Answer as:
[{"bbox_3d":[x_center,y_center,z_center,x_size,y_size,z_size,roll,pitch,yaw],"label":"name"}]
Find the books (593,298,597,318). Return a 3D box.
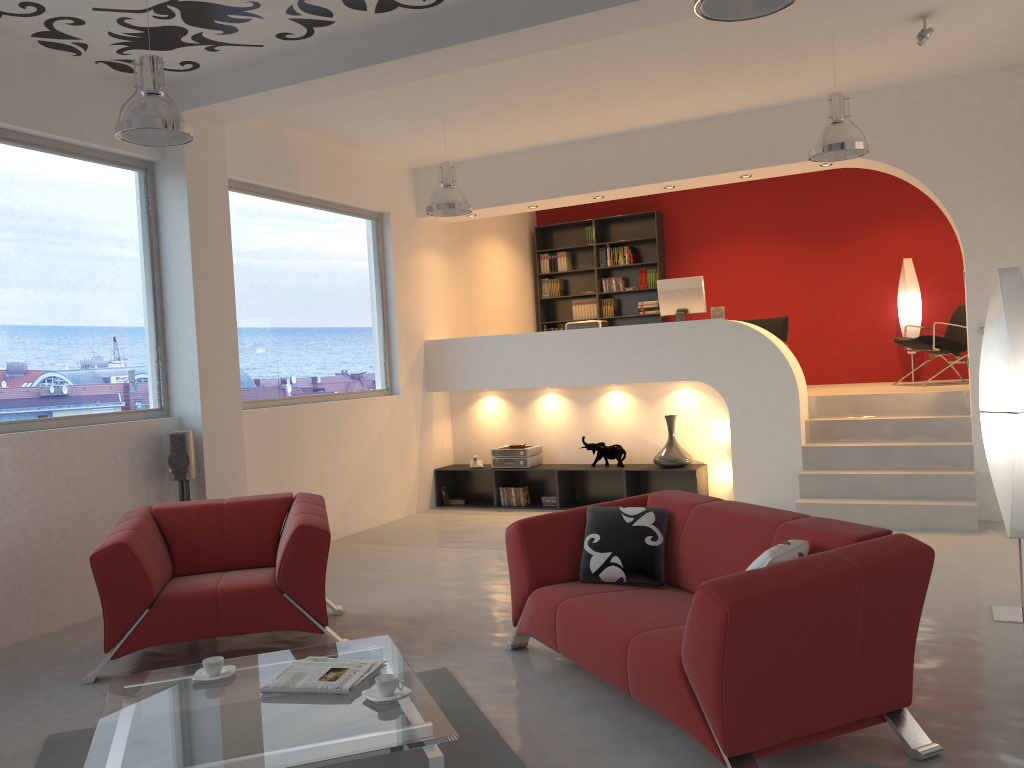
[{"bbox_3d":[1.094,-0.966,11.377,0.040,0.260,0.200,-3,1,26],"label":"books"}]

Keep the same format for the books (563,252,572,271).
[{"bbox_3d":[0.722,-1.582,11.530,0.040,0.260,0.200,-3,1,26],"label":"books"}]

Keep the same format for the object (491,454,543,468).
[{"bbox_3d":[0.047,0.782,9.033,0.430,0.100,0.365,-3,1,26],"label":"object"}]

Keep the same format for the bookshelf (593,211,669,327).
[{"bbox_3d":[1.515,-0.997,11.133,0.816,2.213,0.305,-3,1,26],"label":"bookshelf"}]

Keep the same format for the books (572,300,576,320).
[{"bbox_3d":[0.840,-0.954,11.503,0.040,0.260,0.200,-3,1,26],"label":"books"}]

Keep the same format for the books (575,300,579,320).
[{"bbox_3d":[0.876,-0.956,11.485,0.040,0.260,0.200,-3,1,26],"label":"books"}]

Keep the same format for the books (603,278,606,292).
[{"bbox_3d":[1.211,-1.253,11.328,0.031,0.190,0.135,-3,1,26],"label":"books"}]

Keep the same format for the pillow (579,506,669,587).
[{"bbox_3d":[0.535,0.766,4.221,0.402,0.343,0.288,-3,1,19],"label":"pillow"}]

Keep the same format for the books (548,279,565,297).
[{"bbox_3d":[0.583,-1.249,11.628,0.146,0.240,0.170,-3,1,26],"label":"books"}]

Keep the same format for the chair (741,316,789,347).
[{"bbox_3d":[2.578,-0.318,9.657,0.768,0.795,0.664,-4,2,-44],"label":"chair"}]

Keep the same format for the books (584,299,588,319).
[{"bbox_3d":[0.985,-0.961,11.431,0.040,0.260,0.200,-3,1,26],"label":"books"}]

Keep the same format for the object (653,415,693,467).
[{"bbox_3d":[1.499,0.534,8.310,0.369,0.481,0.369,-3,1,-9],"label":"object"}]

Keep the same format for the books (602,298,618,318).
[{"bbox_3d":[1.249,-0.963,11.314,0.146,0.240,0.170,-3,1,26],"label":"books"}]

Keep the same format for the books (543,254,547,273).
[{"bbox_3d":[0.468,-1.570,11.656,0.040,0.260,0.200,-3,1,26],"label":"books"}]

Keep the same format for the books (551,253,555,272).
[{"bbox_3d":[0.577,-1.575,11.602,0.040,0.260,0.200,-3,1,26],"label":"books"}]

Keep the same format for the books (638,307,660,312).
[{"bbox_3d":[1.731,-0.925,11.048,0.260,0.040,0.200,-3,1,26],"label":"books"}]

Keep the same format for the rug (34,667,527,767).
[{"bbox_3d":[-0.842,1.409,3.139,1.700,0.025,1.700,-4,1,-19],"label":"rug"}]

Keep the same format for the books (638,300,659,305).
[{"bbox_3d":[1.727,-1.005,11.036,0.260,0.040,0.200,-3,1,26],"label":"books"}]

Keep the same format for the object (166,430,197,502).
[{"bbox_3d":[-2.218,0.874,6.028,0.214,1.112,0.229,-3,1,-9],"label":"object"}]

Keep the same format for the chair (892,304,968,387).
[{"bbox_3d":[4.296,-0.399,8.872,0.768,0.795,0.664,-3,1,1],"label":"chair"}]

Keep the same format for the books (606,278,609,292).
[{"bbox_3d":[1.238,-1.254,11.315,0.031,0.190,0.135,-3,1,26],"label":"books"}]

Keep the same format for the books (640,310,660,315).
[{"bbox_3d":[1.751,-0.886,11.044,0.260,0.040,0.200,-3,1,28],"label":"books"}]

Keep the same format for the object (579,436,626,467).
[{"bbox_3d":[0.892,0.654,8.641,0.507,0.296,0.191,-2,2,42],"label":"object"}]

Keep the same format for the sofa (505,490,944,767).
[{"bbox_3d":[0.734,0.941,3.780,0.951,0.738,1.929,-4,1,-24],"label":"sofa"}]

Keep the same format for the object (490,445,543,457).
[{"bbox_3d":[0.045,0.684,9.038,0.430,0.077,0.349,-3,1,26],"label":"object"}]

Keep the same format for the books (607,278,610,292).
[{"bbox_3d":[1.251,-1.255,11.308,0.031,0.190,0.135,-3,1,26],"label":"books"}]

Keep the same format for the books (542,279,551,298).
[{"bbox_3d":[0.475,-1.252,11.681,0.090,0.256,0.181,-3,1,26],"label":"books"}]

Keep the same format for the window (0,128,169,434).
[{"bbox_3d":[-3.047,-0.608,5.206,0.100,1.800,2.400,-3,1,26],"label":"window"}]

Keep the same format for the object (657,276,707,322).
[{"bbox_3d":[1.657,-0.803,8.633,0.458,0.452,0.230,-3,1,26],"label":"object"}]

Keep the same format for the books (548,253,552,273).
[{"bbox_3d":[0.540,-1.573,11.620,0.040,0.260,0.200,-3,1,26],"label":"books"}]

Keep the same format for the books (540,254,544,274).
[{"bbox_3d":[0.432,-1.568,11.674,0.040,0.260,0.200,-3,1,26],"label":"books"}]

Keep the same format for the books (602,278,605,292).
[{"bbox_3d":[1.197,-1.252,11.335,0.031,0.190,0.135,-3,1,26],"label":"books"}]

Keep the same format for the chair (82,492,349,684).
[{"bbox_3d":[-1.584,1.050,4.867,1.288,0.738,0.951,-4,1,-14],"label":"chair"}]

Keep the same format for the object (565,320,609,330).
[{"bbox_3d":[0.813,-0.540,9.150,0.397,0.217,0.458,-3,1,26],"label":"object"}]

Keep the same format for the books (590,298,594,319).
[{"bbox_3d":[1.058,-0.964,11.395,0.040,0.260,0.200,-3,1,26],"label":"books"}]

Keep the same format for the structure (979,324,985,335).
[{"bbox_3d":[3.689,-0.425,6.911,0.080,0.080,0.016,-3,1,26],"label":"structure"}]

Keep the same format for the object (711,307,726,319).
[{"bbox_3d":[1.983,-0.667,8.535,0.133,0.147,0.151,-3,1,10],"label":"object"}]

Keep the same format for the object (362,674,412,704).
[{"bbox_3d":[-0.439,1.064,3.110,0.153,0.069,0.153,-4,2,-37],"label":"object"}]

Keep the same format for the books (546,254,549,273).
[{"bbox_3d":[0.504,-1.571,11.638,0.040,0.260,0.200,-3,1,26],"label":"books"}]

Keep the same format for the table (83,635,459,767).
[{"bbox_3d":[-0.862,1.265,3.132,1.097,0.286,1.162,-4,1,-19],"label":"table"}]

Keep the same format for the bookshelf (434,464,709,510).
[{"bbox_3d":[0.529,1.018,8.810,2.764,0.397,0.405,-3,1,26],"label":"bookshelf"}]

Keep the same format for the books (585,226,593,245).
[{"bbox_3d":[1.037,-1.888,11.373,0.146,0.240,0.170,-3,1,26],"label":"books"}]

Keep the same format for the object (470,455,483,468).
[{"bbox_3d":[-0.369,0.795,9.150,0.130,0.117,0.146,-3,1,2],"label":"object"}]

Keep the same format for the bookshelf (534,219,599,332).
[{"bbox_3d":[0.783,-0.963,11.494,0.816,2.213,0.305,-3,1,26],"label":"bookshelf"}]

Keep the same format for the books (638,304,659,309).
[{"bbox_3d":[1.724,-0.965,11.049,0.260,0.040,0.200,-3,1,26],"label":"books"}]

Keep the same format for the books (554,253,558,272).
[{"bbox_3d":[0.613,-1.577,11.584,0.040,0.260,0.200,-3,1,26],"label":"books"}]

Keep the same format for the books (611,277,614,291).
[{"bbox_3d":[1.305,-1.257,11.282,0.031,0.190,0.135,-3,1,26],"label":"books"}]

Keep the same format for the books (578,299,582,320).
[{"bbox_3d":[0.912,-0.958,11.467,0.040,0.260,0.200,-3,1,26],"label":"books"}]

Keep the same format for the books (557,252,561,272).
[{"bbox_3d":[0.650,-1.578,11.566,0.040,0.260,0.200,-3,1,26],"label":"books"}]

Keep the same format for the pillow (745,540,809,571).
[{"bbox_3d":[0.932,0.763,3.305,0.288,0.343,0.402,-2,1,34],"label":"pillow"}]

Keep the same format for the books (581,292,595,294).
[{"bbox_3d":[1.009,-1.171,11.432,0.190,0.015,0.135,-3,1,26],"label":"books"}]

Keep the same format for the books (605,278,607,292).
[{"bbox_3d":[1.224,-1.254,11.321,0.031,0.190,0.135,-3,1,26],"label":"books"}]

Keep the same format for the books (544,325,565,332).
[{"bbox_3d":[0.611,-0.639,11.618,0.341,0.286,0.231,-3,1,26],"label":"books"}]

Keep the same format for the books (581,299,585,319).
[{"bbox_3d":[0.948,-0.959,11.449,0.040,0.260,0.200,-3,1,26],"label":"books"}]

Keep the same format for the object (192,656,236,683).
[{"bbox_3d":[-1.150,1.097,3.420,0.153,0.069,0.153,-3,1,-7],"label":"object"}]

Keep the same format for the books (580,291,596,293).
[{"bbox_3d":[0.991,-1.185,11.440,0.190,0.015,0.135,-3,1,26],"label":"books"}]

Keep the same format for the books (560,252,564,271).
[{"bbox_3d":[0.686,-1.580,11.548,0.040,0.260,0.200,-3,1,26],"label":"books"}]

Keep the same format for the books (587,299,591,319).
[{"bbox_3d":[1.021,-0.963,11.413,0.040,0.260,0.200,-3,1,26],"label":"books"}]

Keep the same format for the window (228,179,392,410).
[{"bbox_3d":[-1.811,-0.731,7.716,0.100,1.800,2.400,-3,1,26],"label":"window"}]

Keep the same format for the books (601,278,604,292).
[{"bbox_3d":[1.184,-1.252,11.341,0.031,0.190,0.135,-3,1,26],"label":"books"}]
